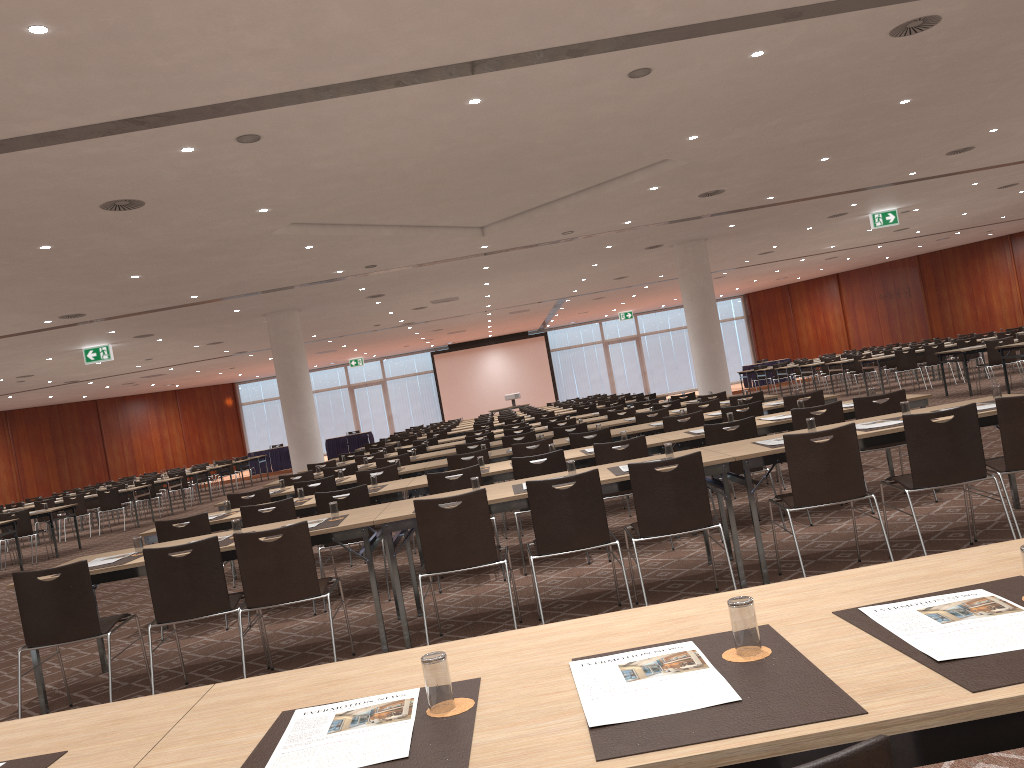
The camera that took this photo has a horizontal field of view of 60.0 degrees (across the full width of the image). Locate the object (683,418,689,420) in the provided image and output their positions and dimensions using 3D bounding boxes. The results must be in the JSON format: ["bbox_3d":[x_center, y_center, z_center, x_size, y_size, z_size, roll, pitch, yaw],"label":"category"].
[{"bbox_3d":[1.934,0.396,9.940,0.102,0.001,0.102,-10,-1,-12],"label":"object"}]

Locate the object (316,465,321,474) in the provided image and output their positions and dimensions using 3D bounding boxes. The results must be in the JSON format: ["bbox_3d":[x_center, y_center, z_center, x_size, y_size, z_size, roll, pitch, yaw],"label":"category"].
[{"bbox_3d":[-2.593,1.147,11.863,0.054,0.114,0.054,-10,0,-12],"label":"object"}]

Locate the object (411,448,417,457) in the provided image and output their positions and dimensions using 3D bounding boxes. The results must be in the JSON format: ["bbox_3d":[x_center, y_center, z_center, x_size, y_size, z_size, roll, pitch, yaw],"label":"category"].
[{"bbox_3d":[-1.315,0.924,11.880,0.054,0.114,0.054,-10,0,-35],"label":"object"}]

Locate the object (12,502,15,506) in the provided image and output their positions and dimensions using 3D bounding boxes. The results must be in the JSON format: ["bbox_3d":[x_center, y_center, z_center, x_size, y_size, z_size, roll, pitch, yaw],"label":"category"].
[{"bbox_3d":[-11.910,2.866,21.171,0.054,0.114,0.054,-10,0,33],"label":"object"}]

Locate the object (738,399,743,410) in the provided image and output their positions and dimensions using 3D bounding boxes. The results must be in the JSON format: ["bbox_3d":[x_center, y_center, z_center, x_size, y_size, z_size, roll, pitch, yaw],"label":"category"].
[{"bbox_3d":[2.570,0.226,9.961,0.054,0.114,0.054,-10,0,-35],"label":"object"}]

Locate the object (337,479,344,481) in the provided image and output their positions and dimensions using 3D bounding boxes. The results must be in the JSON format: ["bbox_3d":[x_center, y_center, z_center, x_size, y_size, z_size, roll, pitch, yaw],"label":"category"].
[{"bbox_3d":[-1.890,1.063,9.862,0.102,0.001,0.102,-10,-1,-12],"label":"object"}]

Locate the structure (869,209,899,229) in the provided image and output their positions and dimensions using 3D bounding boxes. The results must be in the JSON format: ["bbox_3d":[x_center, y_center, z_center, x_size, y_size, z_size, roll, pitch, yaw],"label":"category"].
[{"bbox_3d":[8.229,-3.648,19.614,0.587,0.346,0.105,-10,0,-1],"label":"structure"}]

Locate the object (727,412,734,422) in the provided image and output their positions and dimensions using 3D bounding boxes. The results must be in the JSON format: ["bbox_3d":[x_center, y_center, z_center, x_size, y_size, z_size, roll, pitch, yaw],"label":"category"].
[{"bbox_3d":[1.961,0.313,7.952,0.054,0.114,0.054,-10,0,33],"label":"object"}]

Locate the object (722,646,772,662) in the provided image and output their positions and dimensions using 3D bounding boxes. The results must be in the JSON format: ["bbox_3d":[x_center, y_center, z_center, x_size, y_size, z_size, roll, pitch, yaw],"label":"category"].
[{"bbox_3d":[0.494,0.568,1.866,0.102,0.001,0.102,-10,-1,-35],"label":"object"}]

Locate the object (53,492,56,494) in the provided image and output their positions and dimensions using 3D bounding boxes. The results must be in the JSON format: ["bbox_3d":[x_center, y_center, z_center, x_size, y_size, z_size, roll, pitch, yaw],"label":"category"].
[{"bbox_3d":[-11.941,2.891,23.163,0.054,0.114,0.054,-10,0,-35],"label":"object"}]

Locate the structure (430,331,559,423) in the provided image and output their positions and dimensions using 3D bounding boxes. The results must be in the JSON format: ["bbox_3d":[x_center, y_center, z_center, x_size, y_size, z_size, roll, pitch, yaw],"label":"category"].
[{"bbox_3d":[-0.753,-0.284,38.815,5.158,3.525,0.395,-10,0,-1],"label":"structure"}]

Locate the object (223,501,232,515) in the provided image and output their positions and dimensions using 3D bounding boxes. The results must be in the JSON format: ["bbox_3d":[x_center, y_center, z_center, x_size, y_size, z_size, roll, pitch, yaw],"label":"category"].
[{"bbox_3d":[-2.517,1.094,7.850,0.054,0.114,0.054,-10,0,-12],"label":"object"}]

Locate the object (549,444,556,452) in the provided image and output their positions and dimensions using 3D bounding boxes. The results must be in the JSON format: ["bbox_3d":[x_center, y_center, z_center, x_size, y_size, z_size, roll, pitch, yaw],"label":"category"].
[{"bbox_3d":[0.363,0.592,7.926,0.054,0.114,0.054,-10,0,-12],"label":"object"}]

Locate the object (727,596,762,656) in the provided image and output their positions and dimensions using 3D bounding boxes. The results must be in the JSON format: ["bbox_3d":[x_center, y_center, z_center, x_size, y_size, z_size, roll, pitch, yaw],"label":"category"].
[{"bbox_3d":[0.491,0.510,1.871,0.054,0.114,0.054,-10,0,-35],"label":"object"}]

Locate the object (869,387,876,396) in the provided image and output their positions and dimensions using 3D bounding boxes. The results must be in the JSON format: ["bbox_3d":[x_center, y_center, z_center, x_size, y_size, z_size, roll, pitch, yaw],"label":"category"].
[{"bbox_3d":[3.246,0.089,7.980,0.054,0.114,0.054,-10,0,-12],"label":"object"}]

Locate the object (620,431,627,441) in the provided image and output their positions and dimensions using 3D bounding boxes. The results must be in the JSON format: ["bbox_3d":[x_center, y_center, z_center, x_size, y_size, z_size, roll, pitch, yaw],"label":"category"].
[{"bbox_3d":[1.003,0.480,7.935,0.054,0.114,0.054,-10,0,-12],"label":"object"}]

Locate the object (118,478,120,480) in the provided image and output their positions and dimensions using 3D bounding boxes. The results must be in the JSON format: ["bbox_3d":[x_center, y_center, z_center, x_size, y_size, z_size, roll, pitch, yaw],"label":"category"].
[{"bbox_3d":[-12.023,2.945,27.171,0.054,0.114,0.054,-10,0,-35],"label":"object"}]

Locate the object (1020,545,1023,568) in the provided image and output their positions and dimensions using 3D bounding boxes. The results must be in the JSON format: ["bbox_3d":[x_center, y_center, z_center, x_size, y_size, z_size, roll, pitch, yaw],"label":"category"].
[{"bbox_3d":[1.121,0.400,1.887,0.054,0.114,0.054,-10,0,-35],"label":"object"}]

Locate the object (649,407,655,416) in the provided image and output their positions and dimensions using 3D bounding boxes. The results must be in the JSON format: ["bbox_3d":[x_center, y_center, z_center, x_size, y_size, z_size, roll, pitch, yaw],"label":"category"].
[{"bbox_3d":[1.887,0.365,11.954,0.054,0.114,0.054,-10,0,-35],"label":"object"}]

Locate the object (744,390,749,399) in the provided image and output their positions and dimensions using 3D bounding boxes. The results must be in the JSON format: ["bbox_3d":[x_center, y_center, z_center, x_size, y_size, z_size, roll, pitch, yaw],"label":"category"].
[{"bbox_3d":[3.163,0.143,11.977,0.054,0.114,0.054,-10,0,-12],"label":"object"}]

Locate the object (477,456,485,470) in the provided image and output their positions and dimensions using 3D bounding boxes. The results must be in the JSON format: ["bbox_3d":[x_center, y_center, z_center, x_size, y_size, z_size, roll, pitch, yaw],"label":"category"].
[{"bbox_3d":[-0.275,0.703,7.894,0.054,0.114,0.054,-10,0,-12],"label":"object"}]

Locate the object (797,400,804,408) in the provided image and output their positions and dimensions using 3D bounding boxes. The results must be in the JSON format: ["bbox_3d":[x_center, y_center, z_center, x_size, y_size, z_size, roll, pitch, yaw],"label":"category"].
[{"bbox_3d":[2.598,0.202,7.971,0.054,0.114,0.054,-10,0,33],"label":"object"}]

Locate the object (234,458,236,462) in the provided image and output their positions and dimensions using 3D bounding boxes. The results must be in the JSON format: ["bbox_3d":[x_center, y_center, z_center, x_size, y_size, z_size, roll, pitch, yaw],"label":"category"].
[{"bbox_3d":[-8.506,2.332,27.239,0.054,0.114,0.054,-10,0,-12],"label":"object"}]

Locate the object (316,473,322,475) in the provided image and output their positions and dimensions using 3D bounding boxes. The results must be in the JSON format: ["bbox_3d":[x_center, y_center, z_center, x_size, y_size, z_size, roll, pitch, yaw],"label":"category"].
[{"bbox_3d":[-2.570,1.201,11.865,0.102,0.001,0.102,-10,-1,-35],"label":"object"}]

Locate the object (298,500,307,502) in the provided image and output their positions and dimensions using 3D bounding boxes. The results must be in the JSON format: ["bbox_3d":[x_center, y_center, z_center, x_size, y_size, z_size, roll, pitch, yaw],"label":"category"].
[{"bbox_3d":[-1.859,1.038,7.862,0.102,0.001,0.102,-10,-1,33],"label":"object"}]

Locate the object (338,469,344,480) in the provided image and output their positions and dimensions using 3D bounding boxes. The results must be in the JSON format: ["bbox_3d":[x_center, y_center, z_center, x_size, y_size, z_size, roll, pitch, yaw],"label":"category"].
[{"bbox_3d":[-1.905,1.007,9.872,0.054,0.114,0.054,-10,0,-35],"label":"object"}]

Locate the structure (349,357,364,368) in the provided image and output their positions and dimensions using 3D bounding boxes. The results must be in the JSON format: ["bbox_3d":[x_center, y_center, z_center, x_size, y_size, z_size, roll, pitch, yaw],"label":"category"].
[{"bbox_3d":[-6.525,-0.897,37.257,0.587,0.346,0.105,-10,0,-1],"label":"structure"}]

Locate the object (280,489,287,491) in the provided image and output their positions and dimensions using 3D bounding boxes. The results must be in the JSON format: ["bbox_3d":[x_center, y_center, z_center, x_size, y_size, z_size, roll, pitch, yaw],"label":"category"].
[{"bbox_3d":[-2.530,1.174,9.855,0.102,0.001,0.102,-10,-1,-35],"label":"object"}]

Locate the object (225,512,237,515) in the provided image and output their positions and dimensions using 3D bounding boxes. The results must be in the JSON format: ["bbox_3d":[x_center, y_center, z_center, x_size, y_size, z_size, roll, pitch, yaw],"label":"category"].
[{"bbox_3d":[-2.489,1.148,7.853,0.102,0.001,0.102,-10,-1,-12],"label":"object"}]

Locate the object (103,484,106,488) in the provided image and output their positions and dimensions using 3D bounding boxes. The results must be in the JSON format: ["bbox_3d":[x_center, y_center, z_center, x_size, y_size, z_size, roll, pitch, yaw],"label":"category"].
[{"bbox_3d":[-10.655,2.667,23.193,0.054,0.114,0.054,-10,0,-35],"label":"object"}]

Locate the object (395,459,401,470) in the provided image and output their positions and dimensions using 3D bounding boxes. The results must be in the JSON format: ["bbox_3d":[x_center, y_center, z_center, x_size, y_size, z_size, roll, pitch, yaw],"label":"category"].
[{"bbox_3d":[-1.271,0.897,9.882,0.054,0.114,0.054,-10,0,-35],"label":"object"}]

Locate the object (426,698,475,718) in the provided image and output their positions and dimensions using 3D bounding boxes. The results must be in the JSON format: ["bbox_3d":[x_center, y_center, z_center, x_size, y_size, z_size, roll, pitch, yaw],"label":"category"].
[{"bbox_3d":[-0.128,0.676,1.854,0.102,0.001,0.102,-10,-1,-35],"label":"object"}]

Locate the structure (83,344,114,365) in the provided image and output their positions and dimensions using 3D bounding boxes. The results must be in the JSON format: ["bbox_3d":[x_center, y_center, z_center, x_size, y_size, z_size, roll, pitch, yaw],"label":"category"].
[{"bbox_3d":[-8.988,-0.644,19.265,0.587,0.346,0.105,-10,0,-1],"label":"structure"}]

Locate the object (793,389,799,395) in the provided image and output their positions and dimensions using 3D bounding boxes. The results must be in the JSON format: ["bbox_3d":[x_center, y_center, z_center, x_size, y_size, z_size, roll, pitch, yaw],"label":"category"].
[{"bbox_3d":[3.203,0.116,9.983,0.054,0.114,0.054,-10,0,-35],"label":"object"}]

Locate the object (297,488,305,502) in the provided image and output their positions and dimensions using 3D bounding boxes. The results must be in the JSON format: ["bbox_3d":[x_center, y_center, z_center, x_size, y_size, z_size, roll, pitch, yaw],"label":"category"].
[{"bbox_3d":[-1.875,0.982,7.878,0.054,0.114,0.054,-10,0,10],"label":"object"}]

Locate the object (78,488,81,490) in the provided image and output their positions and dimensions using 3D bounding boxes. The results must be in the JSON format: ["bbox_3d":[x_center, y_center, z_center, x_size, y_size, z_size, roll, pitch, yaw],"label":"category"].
[{"bbox_3d":[-11.297,2.779,23.185,0.054,0.114,0.054,-10,0,-35],"label":"object"}]

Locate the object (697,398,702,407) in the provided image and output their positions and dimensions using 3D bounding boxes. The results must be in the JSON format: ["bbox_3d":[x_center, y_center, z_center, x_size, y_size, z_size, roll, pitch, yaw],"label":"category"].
[{"bbox_3d":[2.531,0.253,11.953,0.054,0.114,0.054,-10,0,-35],"label":"object"}]

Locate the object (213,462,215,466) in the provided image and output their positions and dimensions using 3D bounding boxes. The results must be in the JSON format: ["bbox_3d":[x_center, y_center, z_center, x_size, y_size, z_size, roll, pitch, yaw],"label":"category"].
[{"bbox_3d":[-9.145,2.443,27.225,0.054,0.114,0.054,-10,0,-12],"label":"object"}]

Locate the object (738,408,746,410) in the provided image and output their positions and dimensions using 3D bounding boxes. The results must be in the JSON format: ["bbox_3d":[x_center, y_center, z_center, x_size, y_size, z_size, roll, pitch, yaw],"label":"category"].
[{"bbox_3d":[2.577,0.283,9.960,0.102,0.001,0.102,-10,-1,-12],"label":"object"}]

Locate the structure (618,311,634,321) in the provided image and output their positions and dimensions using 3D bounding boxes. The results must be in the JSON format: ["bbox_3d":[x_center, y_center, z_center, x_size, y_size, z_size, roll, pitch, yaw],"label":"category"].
[{"bbox_3d":[4.818,-2.876,37.487,0.587,0.346,0.105,-10,0,-1],"label":"structure"}]

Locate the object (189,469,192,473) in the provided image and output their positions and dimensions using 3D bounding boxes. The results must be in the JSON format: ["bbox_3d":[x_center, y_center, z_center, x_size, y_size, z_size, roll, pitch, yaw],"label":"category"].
[{"bbox_3d":[-8.418,2.277,23.238,0.054,0.114,0.054,-10,0,-12],"label":"object"}]

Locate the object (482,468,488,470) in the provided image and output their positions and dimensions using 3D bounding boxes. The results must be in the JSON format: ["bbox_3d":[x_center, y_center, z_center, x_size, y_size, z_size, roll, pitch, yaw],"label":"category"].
[{"bbox_3d":[-0.254,0.758,7.897,0.102,0.001,0.102,-10,-1,-35],"label":"object"}]

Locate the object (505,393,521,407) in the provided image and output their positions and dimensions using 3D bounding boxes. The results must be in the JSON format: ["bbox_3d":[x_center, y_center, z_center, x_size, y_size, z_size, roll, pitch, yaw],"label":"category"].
[{"bbox_3d":[0.042,0.589,32.590,0.576,0.472,0.614,-10,0,-1],"label":"object"}]

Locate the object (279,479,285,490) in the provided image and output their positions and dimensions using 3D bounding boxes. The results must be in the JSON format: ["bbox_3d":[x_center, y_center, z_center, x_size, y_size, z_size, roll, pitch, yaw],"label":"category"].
[{"bbox_3d":[-2.556,1.121,9.865,0.054,0.114,0.054,-10,0,33],"label":"object"}]

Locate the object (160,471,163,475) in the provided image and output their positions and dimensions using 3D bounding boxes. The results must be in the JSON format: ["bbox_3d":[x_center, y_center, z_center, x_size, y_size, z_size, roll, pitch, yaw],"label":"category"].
[{"bbox_3d":[-10.745,2.722,27.199,0.054,0.114,0.054,-10,0,-35],"label":"object"}]

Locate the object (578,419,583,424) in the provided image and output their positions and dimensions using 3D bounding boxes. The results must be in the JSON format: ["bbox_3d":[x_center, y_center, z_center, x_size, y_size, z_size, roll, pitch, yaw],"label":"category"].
[{"bbox_3d":[0.929,0.532,11.921,0.054,0.114,0.054,-10,0,33],"label":"object"}]

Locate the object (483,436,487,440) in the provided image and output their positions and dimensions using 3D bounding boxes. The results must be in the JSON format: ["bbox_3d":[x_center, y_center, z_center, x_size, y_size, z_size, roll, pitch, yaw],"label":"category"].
[{"bbox_3d":[-0.353,0.756,11.905,0.054,0.114,0.054,-10,0,-12],"label":"object"}]

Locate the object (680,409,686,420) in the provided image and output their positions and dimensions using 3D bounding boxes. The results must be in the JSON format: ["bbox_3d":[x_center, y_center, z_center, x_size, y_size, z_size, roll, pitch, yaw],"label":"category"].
[{"bbox_3d":[1.916,0.341,9.953,0.054,0.114,0.054,-10,0,10],"label":"object"}]

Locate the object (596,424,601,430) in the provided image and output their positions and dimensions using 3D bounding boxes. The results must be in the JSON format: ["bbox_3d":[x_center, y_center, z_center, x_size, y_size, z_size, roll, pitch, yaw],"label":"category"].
[{"bbox_3d":[0.974,0.505,9.920,0.054,0.114,0.054,-10,0,33],"label":"object"}]

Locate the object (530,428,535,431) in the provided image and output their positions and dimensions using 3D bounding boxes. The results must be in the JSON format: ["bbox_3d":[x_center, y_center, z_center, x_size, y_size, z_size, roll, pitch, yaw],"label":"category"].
[{"bbox_3d":[0.283,0.645,11.911,0.054,0.114,0.054,-10,0,-12],"label":"object"}]

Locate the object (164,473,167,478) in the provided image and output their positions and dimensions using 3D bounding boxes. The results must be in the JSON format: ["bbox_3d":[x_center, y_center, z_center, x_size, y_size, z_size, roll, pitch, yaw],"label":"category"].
[{"bbox_3d":[-9.075,2.391,23.219,0.054,0.114,0.054,-10,0,-12],"label":"object"}]

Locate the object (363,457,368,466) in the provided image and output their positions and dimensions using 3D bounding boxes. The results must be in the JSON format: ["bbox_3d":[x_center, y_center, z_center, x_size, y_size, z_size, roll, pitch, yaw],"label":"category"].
[{"bbox_3d":[-1.958,1.036,11.875,0.054,0.114,0.054,-10,0,-12],"label":"object"}]

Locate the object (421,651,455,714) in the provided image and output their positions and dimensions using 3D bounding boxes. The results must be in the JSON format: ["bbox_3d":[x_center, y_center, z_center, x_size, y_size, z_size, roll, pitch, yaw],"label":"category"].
[{"bbox_3d":[-0.155,0.622,1.853,0.054,0.114,0.054,-10,0,-35],"label":"object"}]

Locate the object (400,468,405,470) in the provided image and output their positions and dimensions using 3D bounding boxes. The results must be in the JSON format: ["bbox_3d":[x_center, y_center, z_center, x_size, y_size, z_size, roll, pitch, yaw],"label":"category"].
[{"bbox_3d":[-1.244,0.950,9.879,0.102,0.001,0.102,-10,-1,-12],"label":"object"}]

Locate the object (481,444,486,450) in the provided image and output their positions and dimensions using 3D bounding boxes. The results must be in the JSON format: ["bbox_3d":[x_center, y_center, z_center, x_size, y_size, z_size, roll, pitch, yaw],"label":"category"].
[{"bbox_3d":[-0.314,0.729,9.893,0.054,0.114,0.054,-10,0,33],"label":"object"}]

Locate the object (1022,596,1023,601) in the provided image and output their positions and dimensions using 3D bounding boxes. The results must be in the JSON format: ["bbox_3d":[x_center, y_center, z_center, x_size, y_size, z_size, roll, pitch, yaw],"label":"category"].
[{"bbox_3d":[1.142,0.455,1.884,0.102,0.001,0.102,-10,-1,-35],"label":"object"}]

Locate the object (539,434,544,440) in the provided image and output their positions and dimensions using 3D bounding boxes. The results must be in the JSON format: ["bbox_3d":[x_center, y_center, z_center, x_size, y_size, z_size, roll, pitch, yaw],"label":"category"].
[{"bbox_3d":[0.335,0.616,9.912,0.054,0.114,0.054,-10,0,33],"label":"object"}]

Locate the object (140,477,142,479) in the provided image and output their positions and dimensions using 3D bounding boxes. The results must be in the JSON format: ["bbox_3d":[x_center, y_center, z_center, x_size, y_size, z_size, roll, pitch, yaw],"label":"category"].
[{"bbox_3d":[-9.713,2.503,23.212,0.054,0.114,0.054,-10,0,-12],"label":"object"}]
